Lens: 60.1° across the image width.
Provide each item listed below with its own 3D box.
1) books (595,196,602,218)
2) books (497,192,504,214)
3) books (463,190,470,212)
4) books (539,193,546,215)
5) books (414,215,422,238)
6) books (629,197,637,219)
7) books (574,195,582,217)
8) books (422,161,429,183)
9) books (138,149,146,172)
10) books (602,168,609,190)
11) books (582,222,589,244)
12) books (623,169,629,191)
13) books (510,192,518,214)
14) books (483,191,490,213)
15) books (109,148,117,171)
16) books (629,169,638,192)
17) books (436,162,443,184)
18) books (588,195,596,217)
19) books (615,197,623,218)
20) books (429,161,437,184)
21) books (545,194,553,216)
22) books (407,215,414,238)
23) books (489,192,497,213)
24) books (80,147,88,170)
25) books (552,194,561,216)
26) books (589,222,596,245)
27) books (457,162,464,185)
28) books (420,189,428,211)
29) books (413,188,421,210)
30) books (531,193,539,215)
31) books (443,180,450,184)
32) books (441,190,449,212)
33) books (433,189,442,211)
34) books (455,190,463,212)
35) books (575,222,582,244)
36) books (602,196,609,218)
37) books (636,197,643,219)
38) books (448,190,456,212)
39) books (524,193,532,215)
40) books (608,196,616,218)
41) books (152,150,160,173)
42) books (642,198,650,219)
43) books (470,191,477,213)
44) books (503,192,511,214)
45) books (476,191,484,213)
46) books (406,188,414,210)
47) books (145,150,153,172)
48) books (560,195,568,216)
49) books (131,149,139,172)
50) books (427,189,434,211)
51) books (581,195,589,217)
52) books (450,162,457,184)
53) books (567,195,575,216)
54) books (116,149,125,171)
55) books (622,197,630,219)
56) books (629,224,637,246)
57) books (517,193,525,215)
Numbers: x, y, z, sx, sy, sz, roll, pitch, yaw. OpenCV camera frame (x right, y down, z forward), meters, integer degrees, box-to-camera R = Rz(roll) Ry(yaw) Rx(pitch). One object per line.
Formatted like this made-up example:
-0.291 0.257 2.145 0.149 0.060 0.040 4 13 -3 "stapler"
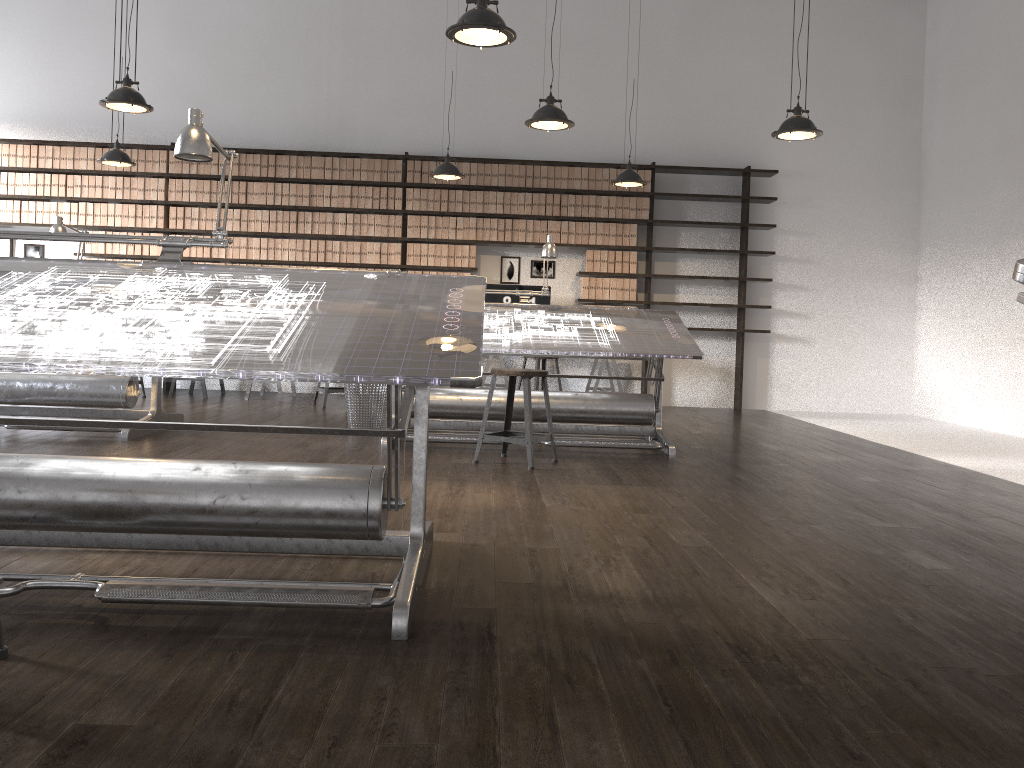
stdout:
0.869 -1.781 8.969 0.067 0.225 0.175 2 2 -2 "books"
-0.120 -1.814 8.938 0.067 0.225 0.175 2 2 -2 "books"
-0.460 -1.825 8.933 0.067 0.225 0.174 2 2 -2 "books"
0.298 -1.800 8.952 0.067 0.225 0.175 2 2 -2 "books"
-0.948 -1.573 8.916 0.067 0.225 0.175 2 2 -2 "books"
1.214 -1.769 8.973 0.067 0.225 0.175 2 2 -2 "books"
0.664 -1.788 8.964 0.067 0.225 0.174 2 2 -2 "books"
-0.867 -2.116 8.920 0.067 0.225 0.175 2 2 -2 "books"
-3.662 -2.210 8.841 0.067 0.225 0.175 2 2 -2 "books"
0.939 -2.055 8.966 0.067 0.225 0.174 2 2 -2 "books"
0.737 -1.516 8.968 0.067 0.225 0.175 2 2 -2 "books"
1.147 -2.049 8.973 0.067 0.225 0.175 2 2 -2 "books"
0.020 -1.809 8.947 0.067 0.225 0.174 2 2 -2 "books"
-0.255 -1.819 8.938 0.067 0.225 0.175 2 2 -2 "books"
-3.944 -2.220 8.831 0.067 0.225 0.174 2 2 -2 "books"
1.221 -2.046 8.976 0.067 0.225 0.175 2 2 -2 "books"
-0.725 -2.112 8.923 0.067 0.225 0.174 2 2 -2 "books"
0.803 -1.783 8.962 0.067 0.225 0.175 2 2 -2 "books"
1.075 -1.774 8.975 0.067 0.225 0.175 2 2 -2 "books"
-0.795 -2.114 8.917 0.067 0.225 0.174 2 2 -2 "books"
0.373 -1.797 8.957 0.067 0.225 0.175 2 2 -2 "books"
-1.011 -1.575 8.919 0.067 0.225 0.175 2 2 -2 "books"
-0.192 -1.816 8.938 0.067 0.225 0.175 2 2 -2 "books"
-4.226 -2.229 8.824 0.067 0.225 0.175 2 2 -2 "books"
0.448 -1.795 8.953 0.067 0.225 0.175 2 2 -2 "books"
0.807 -1.514 8.966 0.067 0.225 0.175 2 2 -2 "books"
-0.520 -2.105 8.927 0.067 0.225 0.175 2 2 -2 "books"
-0.879 -1.839 8.915 0.067 0.225 0.175 2 2 -2 "books"
-0.951 -1.842 8.913 0.067 0.225 0.175 2 2 -2 "books"
0.235 -1.802 8.946 0.067 0.225 0.175 2 2 -2 "books"
-0.654 -2.109 8.925 0.067 0.225 0.175 2 2 -2 "books"
-0.677 -1.832 8.922 0.067 0.225 0.175 2 2 -2 "books"
-0.751 -1.835 8.926 0.067 0.225 0.175 2 2 -2 "books"
-0.530 -1.828 8.927 0.067 0.225 0.174 2 2 -2 "books"
0.667 -1.519 8.968 0.067 0.225 0.174 2 2 -2 "books"
0.932 -1.778 8.969 0.067 0.225 0.175 2 2 -2 "books"
1.281 -1.767 8.980 0.067 0.225 0.175 2 2 -2 "books"
-0.602 -1.830 8.930 0.067 0.225 0.175 2 2 -2 "books"
0.162 -1.804 8.944 0.067 0.225 0.175 2 2 -2 "books"
1.004 -1.776 8.969 0.067 0.225 0.175 2 2 -2 "books"
-3.523 -2.206 8.843 0.067 0.225 0.174 2 2 -2 "books"
1.344 -1.765 8.980 0.067 0.225 0.175 2 2 -2 "books"
-0.389 -1.823 8.935 0.067 0.225 0.175 2 2 -2 "books"
-0.049 -1.812 8.944 0.067 0.225 0.175 2 2 -2 "books"
-0.321 -1.820 8.931 0.067 0.225 0.175 2 2 -2 "books"
-1.024 -1.844 8.915 0.067 0.225 0.174 2 2 -2 "books"
-3.592 -2.208 8.845 0.067 0.225 0.174 2 2 -2 "books"
0.522 -1.792 8.961 0.067 0.225 0.175 2 2 -2 "books"
-3.737 -2.213 8.838 0.067 0.225 0.175 2 2 -2 "books"
-0.816 -1.837 8.921 0.067 0.225 0.175 2 2 -2 "books"
0.735 -1.785 8.966 0.067 0.225 0.175 2 2 -2 "books"
-0.586 -2.107 8.921 0.067 0.225 0.175 2 2 -2 "books"
0.594 -1.790 8.958 0.067 0.225 0.174 2 2 -2 "books"
-3.872 -2.217 8.830 0.067 0.225 0.175 2 2 -2 "books"
1.144 -1.772 8.978 0.067 0.225 0.174 2 2 -2 "books"
1.218 -1.500 8.978 0.067 0.225 0.174 2 2 -2 "books"
0.090 -1.807 8.946 0.067 0.225 0.174 2 2 -2 "books"
